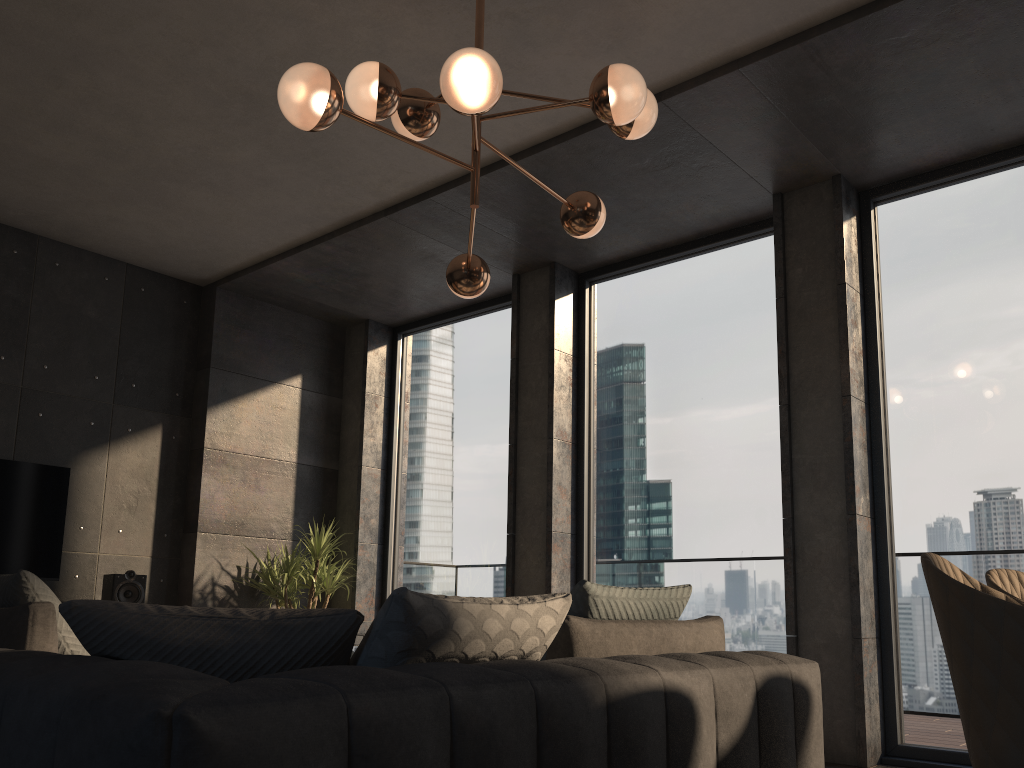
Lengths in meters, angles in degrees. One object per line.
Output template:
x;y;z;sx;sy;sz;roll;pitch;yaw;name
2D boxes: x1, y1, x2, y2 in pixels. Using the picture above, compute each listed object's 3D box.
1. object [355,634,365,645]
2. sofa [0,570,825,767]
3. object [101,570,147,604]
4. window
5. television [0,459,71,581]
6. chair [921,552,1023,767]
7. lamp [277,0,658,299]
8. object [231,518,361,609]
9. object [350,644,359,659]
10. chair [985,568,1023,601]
-0.663;1.265;3.993;0.198;0.257;0.201;-9;-15;40;object
-0.853;0.968;2.641;2.930;0.771;2.046;-11;-18;39;sofa
-2.454;1.356;5.576;0.199;0.348;0.251;10;-14;-38;object
1.741;0.439;4.732;7.316;2.952;0.201;-11;-15;40;window
-3.280;0.771;5.168;0.057;0.724;1.280;-7;-15;40;television
1.108;0.741;1.712;0.512;0.823;0.562;-7;-14;35;chair
-0.010;-1.055;3.156;1.015;1.021;1.489;-3;-13;17;lamp
-1.586;1.627;6.368;0.953;1.339;1.039;5;-12;-17;object
-0.748;1.231;3.792;0.151;0.217;0.150;-9;-15;40;object
1.506;0.868;2.169;0.559;0.823;0.515;10;-14;-39;chair
